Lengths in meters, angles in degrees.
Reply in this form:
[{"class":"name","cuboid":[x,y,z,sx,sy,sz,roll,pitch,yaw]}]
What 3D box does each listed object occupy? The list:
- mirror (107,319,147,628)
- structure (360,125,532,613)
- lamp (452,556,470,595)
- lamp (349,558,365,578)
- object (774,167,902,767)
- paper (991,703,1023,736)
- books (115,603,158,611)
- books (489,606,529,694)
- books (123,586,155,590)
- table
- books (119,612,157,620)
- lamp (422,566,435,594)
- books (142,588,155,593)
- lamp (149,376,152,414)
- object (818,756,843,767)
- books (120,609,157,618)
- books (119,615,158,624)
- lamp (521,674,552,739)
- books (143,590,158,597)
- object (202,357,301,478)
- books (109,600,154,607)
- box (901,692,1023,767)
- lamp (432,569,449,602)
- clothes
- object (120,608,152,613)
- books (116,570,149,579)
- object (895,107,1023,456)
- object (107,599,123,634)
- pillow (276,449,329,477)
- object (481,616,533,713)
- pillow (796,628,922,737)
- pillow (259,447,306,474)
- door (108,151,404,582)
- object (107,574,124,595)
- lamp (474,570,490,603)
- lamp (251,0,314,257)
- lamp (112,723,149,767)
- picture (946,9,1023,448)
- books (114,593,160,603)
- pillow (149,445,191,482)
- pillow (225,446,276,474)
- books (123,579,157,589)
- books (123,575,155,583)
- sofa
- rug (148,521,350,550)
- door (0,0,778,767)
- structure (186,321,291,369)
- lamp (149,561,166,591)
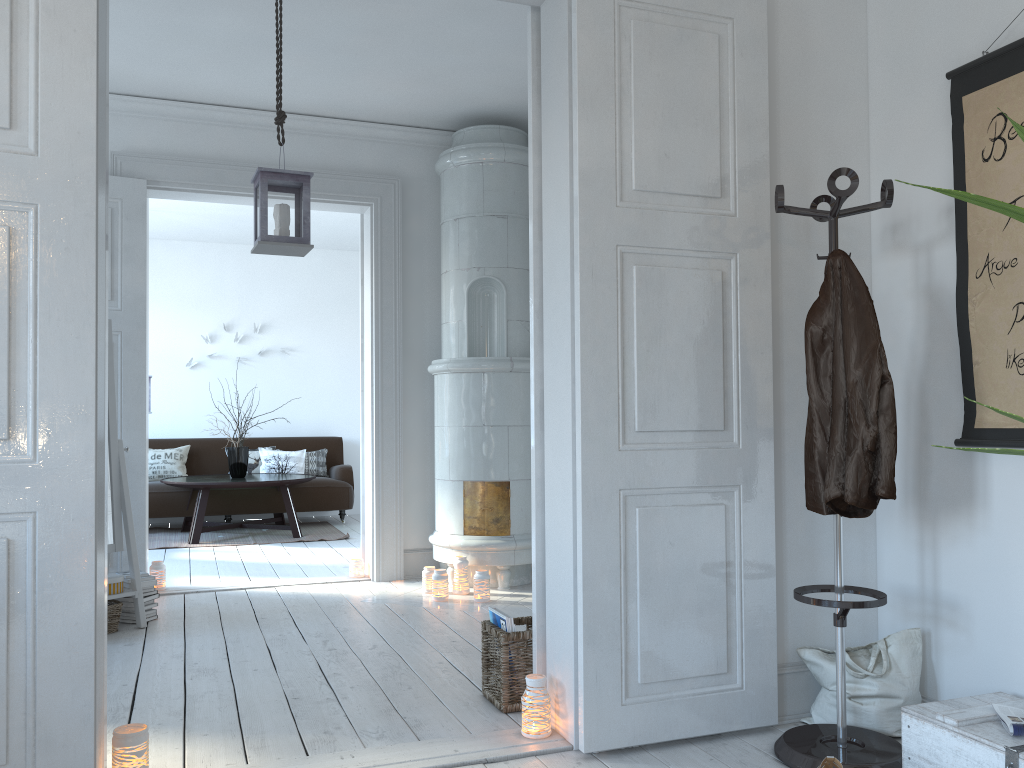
[{"class":"mirror","cuboid":[-2.075,0.414,4.144,0.417,1.488,0.611,-1,-2,34]},{"class":"structure","cuboid":[-0.216,-0.134,5.254,0.800,2.826,1.248,-1,-2,25]},{"class":"lamp","cuboid":[-0.288,1.080,5.011,0.098,0.210,0.098,0,-2,-16]},{"class":"lamp","cuboid":[-0.968,1.150,5.534,0.093,0.110,0.093,0,-2,-3]},{"class":"object","cuboid":[0.940,0.242,2.562,0.374,1.657,0.375,0,-2,-13]},{"class":"paper","cuboid":[1.326,0.834,2.184,0.222,0.031,0.175,-1,-2,12]},{"class":"books","cuboid":[-1.875,1.100,4.392,0.187,0.017,0.132,-1,-3,17]},{"class":"books","cuboid":[0.042,0.937,3.097,0.201,0.300,0.180,0,-2,-20]},{"class":"books","cuboid":[-1.877,1.003,4.396,0.181,0.016,0.128,-3,-3,41]},{"class":"table","cuboid":[-2.381,1.070,7.762,1.300,0.503,1.300,1,-3,-30]},{"class":"books","cuboid":[-1.877,1.145,4.394,0.177,0.016,0.128,-1,-3,21]},{"class":"lamp","cuboid":[-0.469,1.115,5.048,0.084,0.146,0.084,0,-2,-16]},{"class":"books","cuboid":[-1.878,1.019,4.398,0.177,0.016,0.128,-2,-3,36]},{"class":"lamp","cuboid":[-3.186,-0.630,7.545,0.228,1.761,0.228,0,-2,-24]},{"class":"object","cuboid":[0.804,0.997,2.250,0.099,0.125,0.272,-1,-2,12]},{"class":"books","cuboid":[-1.876,1.128,4.392,0.181,0.016,0.128,-2,-3,25]},{"class":"books","cuboid":[-1.873,1.162,4.397,0.178,0.016,0.128,-1,-3,18]},{"class":"lamp","cuboid":[0.074,0.987,2.717,0.093,0.179,0.093,1,-2,-37]},{"class":"books","cuboid":[-1.874,1.037,4.400,0.178,0.016,0.128,-1,-3,23]},{"class":"object","cuboid":[-2.264,0.288,7.760,0.525,1.065,0.846,-2,-2,40]},{"class":"books","cuboid":[-1.885,1.080,4.394,0.167,0.022,0.128,-1,-3,14]},{"class":"box","cuboid":[1.307,0.940,2.121,0.376,0.218,0.642,0,-2,-20]},{"class":"lamp","cuboid":[-0.390,1.095,4.831,0.089,0.166,0.089,0,-2,-19]},{"class":"clothes","cuboid":[0.946,-0.001,2.496,0.237,0.770,0.211,-1,-2,13]},{"class":"object","cuboid":[-1.887,1.114,4.401,0.156,0.014,0.111,-1,-3,23]},{"class":"books","cuboid":[-1.887,0.945,4.404,0.111,0.014,0.156,2,-3,-41]},{"class":"object","cuboid":[1.274,0.253,1.665,1.044,1.553,0.289,-1,-1,9]},{"class":"object","cuboid":[-1.972,1.098,4.188,0.295,0.140,0.185,-2,-3,41]},{"class":"pillow","cuboid":[-2.093,0.789,8.830,0.542,0.287,0.183,0,-2,-19]},{"class":"object","cuboid":[0.055,0.970,3.100,0.270,0.264,0.224,0,-2,-20]},{"class":"pillow","cuboid":[1.107,0.922,2.791,0.317,0.314,0.273,0,-2,-19]},{"class":"pillow","cuboid":[-2.243,0.770,8.656,0.471,0.309,0.188,0,-2,-20]},{"class":"door","cuboid":[-1.512,-0.039,5.352,2.599,2.504,0.578,0,-2,-20]},{"class":"object","cuboid":[-1.913,0.949,4.196,0.142,0.074,0.142,1,-3,-37]},{"class":"lamp","cuboid":[-0.163,1.092,4.794,0.089,0.166,0.089,0,-2,-21]},{"class":"lamp","cuboid":[-0.988,-1.448,3.801,0.228,1.761,0.228,0,-2,-24]},{"class":"lamp","cuboid":[-0.994,0.982,2.310,0.089,0.166,0.089,0,-2,-28]},{"class":"picture","cuboid":[1.478,-0.484,2.320,0.057,1.312,0.793,0,-2,-20]},{"class":"books","cuboid":[-1.871,1.056,4.392,0.193,0.022,0.128,-1,-2,12]},{"class":"pillow","cuboid":[-3.314,0.765,8.383,0.519,0.367,0.239,0,-2,-21]},{"class":"pillow","cuboid":[-2.543,0.781,8.625,0.473,0.347,0.158,0,-2,-22]},{"class":"books","cuboid":[-1.867,0.981,4.393,0.200,0.026,0.128,-3,-3,41]},{"class":"books","cuboid":[-1.875,0.960,4.395,0.187,0.017,0.132,-3,-3,43]},{"class":"sofa","cuboid":[-2.649,0.932,8.509,2.165,0.824,0.969,0,-2,-20]},{"class":"rug","cuboid":[-2.387,1.296,7.782,1.710,0.055,1.457,0,-3,-20]},{"class":"door","cuboid":[-0.467,-0.169,2.524,2.599,2.504,0.578,0,-2,-20]},{"class":"structure","cuboid":[-2.766,-0.389,8.997,1.025,0.478,0.085,0,-2,-20]},{"class":"lamp","cuboid":[-2.056,1.113,5.143,0.089,0.166,0.089,0,-2,-21]}]
